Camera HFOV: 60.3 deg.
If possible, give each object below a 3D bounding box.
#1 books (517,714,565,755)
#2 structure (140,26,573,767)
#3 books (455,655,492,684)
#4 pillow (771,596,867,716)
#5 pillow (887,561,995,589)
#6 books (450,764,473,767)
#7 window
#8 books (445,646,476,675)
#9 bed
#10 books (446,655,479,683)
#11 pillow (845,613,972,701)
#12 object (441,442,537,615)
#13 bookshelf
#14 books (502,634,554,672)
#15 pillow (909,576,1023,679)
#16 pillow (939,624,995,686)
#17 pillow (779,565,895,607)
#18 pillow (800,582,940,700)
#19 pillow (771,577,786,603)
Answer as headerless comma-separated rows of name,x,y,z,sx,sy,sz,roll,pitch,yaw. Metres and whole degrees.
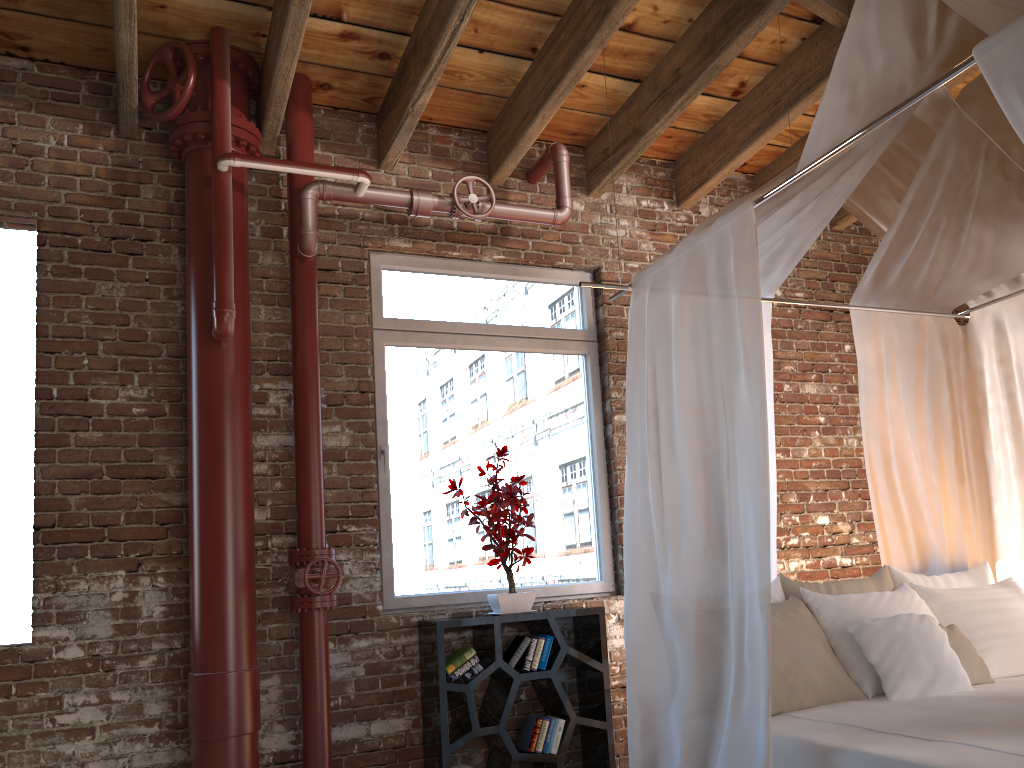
books,0.139,1.634,4.116,0.204,0.179,0.134,1,-10,-24
structure,-0.575,0.184,3.961,2.013,3.423,0.579,0,-9,-25
books,-0.183,1.301,4.022,0.158,0.112,0.135,1,-12,-24
pillow,0.911,0.982,3.145,0.618,0.409,0.360,2,-11,-26
pillow,1.919,1.016,3.828,0.635,0.493,0.209,1,-10,-24
books,-0.174,1.790,3.948,0.251,0.158,0.134,1,-11,-24
window,-0.105,0.230,4.581,1.354,1.827,0.168,1,-9,-25
books,-0.251,1.253,3.999,0.155,0.108,0.135,1,-12,-24
bed,1.691,-0.433,2.803,2.514,3.836,2.683,0,-10,-23
books,-0.236,1.288,4.000,0.155,0.108,0.135,1,-12,-24
pillow,1.441,0.985,3.199,0.386,0.287,0.217,-1,-10,-15
object,-0.078,0.682,4.232,0.419,0.830,0.397,1,-10,-28
bookshelf,0.026,1.510,4.162,0.862,0.835,0.294,1,-9,-24
books,0.068,1.265,4.144,0.245,0.164,0.134,1,-11,-24
pillow,1.996,1.015,3.647,0.633,0.427,0.294,1,-10,-23
pillow,1.652,1.023,3.328,0.291,0.231,0.163,1,-10,-25
pillow,1.368,0.994,3.579,0.636,0.489,0.209,1,-10,-25
pillow,1.449,0.963,3.396,0.616,0.398,0.350,2,-11,-26
pillow,0.836,0.991,3.327,0.637,0.487,0.200,1,-9,-24
